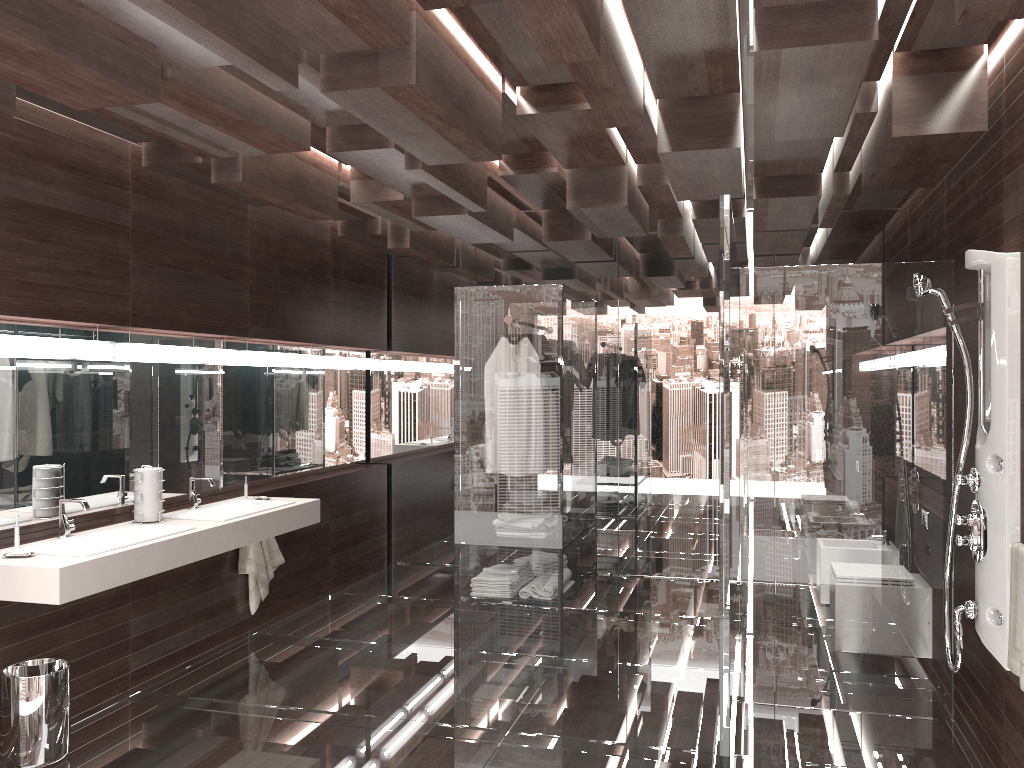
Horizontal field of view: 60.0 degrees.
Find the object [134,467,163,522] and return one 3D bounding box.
[{"bbox_3d":[-1.712,0.521,4.177,0.124,0.246,0.128,0,0,-3],"label":"object"}]

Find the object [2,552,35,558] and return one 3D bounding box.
[{"bbox_3d":[-1.852,0.644,3.332,0.108,0.011,0.065,0,0,-7],"label":"object"}]

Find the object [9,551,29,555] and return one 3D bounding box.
[{"bbox_3d":[-1.852,0.637,3.331,0.066,0.016,0.035,0,0,-8],"label":"object"}]

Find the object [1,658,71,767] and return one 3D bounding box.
[{"bbox_3d":[-1.833,1.270,3.416,0.237,0.358,0.237,0,0,-43],"label":"object"}]

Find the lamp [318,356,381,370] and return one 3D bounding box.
[{"bbox_3d":[-1.219,-0.158,6.688,0.082,0.082,0.950,0,0,15],"label":"lamp"}]

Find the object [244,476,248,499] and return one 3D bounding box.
[{"bbox_3d":[-1.488,0.583,4.964,0.022,0.132,0.022,0,0,-38],"label":"object"}]

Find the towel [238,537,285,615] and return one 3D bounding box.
[{"bbox_3d":[-1.453,1.002,5.187,0.156,0.678,0.368,0,0,15],"label":"towel"}]

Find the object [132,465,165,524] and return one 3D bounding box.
[{"bbox_3d":[-1.716,0.519,4.184,0.145,0.261,0.136,0,0,-31],"label":"object"}]

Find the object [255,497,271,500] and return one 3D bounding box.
[{"bbox_3d":[-1.398,0.644,4.969,0.108,0.011,0.065,0,0,36],"label":"object"}]

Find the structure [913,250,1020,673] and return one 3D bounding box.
[{"bbox_3d":[1.684,0.297,3.259,0.354,1.560,0.323,0,0,36],"label":"structure"}]

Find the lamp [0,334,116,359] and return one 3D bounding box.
[{"bbox_3d":[-2.027,-0.158,3.721,0.082,0.082,0.950,0,0,15],"label":"lamp"}]

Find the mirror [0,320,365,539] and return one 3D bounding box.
[{"bbox_3d":[0.124,0.189,4.204,4.126,0.916,5.081,0,0,15],"label":"mirror"}]

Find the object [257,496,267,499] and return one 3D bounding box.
[{"bbox_3d":[-1.398,0.637,4.969,0.066,0.016,0.035,0,0,35],"label":"object"}]

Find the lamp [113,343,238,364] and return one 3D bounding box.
[{"bbox_3d":[-1.757,-0.158,4.713,0.082,0.082,0.950,0,0,15],"label":"lamp"}]

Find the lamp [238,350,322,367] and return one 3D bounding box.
[{"bbox_3d":[-1.484,-0.158,5.714,0.082,0.082,0.950,0,0,15],"label":"lamp"}]

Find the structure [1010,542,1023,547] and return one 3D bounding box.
[{"bbox_3d":[1.606,0.526,2.687,0.071,0.061,0.455,0,0,15],"label":"structure"}]

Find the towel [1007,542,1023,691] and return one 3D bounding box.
[{"bbox_3d":[1.575,0.713,2.692,0.097,0.414,0.352,0,0,8],"label":"towel"}]

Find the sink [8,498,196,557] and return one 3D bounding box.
[{"bbox_3d":[-1.713,0.583,3.706,0.427,0.193,0.681,0,0,15],"label":"sink"}]

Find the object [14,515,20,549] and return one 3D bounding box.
[{"bbox_3d":[-1.956,0.583,3.504,0.022,0.132,0.022,0,0,-3],"label":"object"}]

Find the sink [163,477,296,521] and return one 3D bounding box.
[{"bbox_3d":[-1.477,0.583,4.573,0.427,0.193,0.681,0,0,15],"label":"sink"}]

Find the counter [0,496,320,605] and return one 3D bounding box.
[{"bbox_3d":[-1.576,0.715,4.135,0.488,0.131,1.954,0,0,15],"label":"counter"}]
